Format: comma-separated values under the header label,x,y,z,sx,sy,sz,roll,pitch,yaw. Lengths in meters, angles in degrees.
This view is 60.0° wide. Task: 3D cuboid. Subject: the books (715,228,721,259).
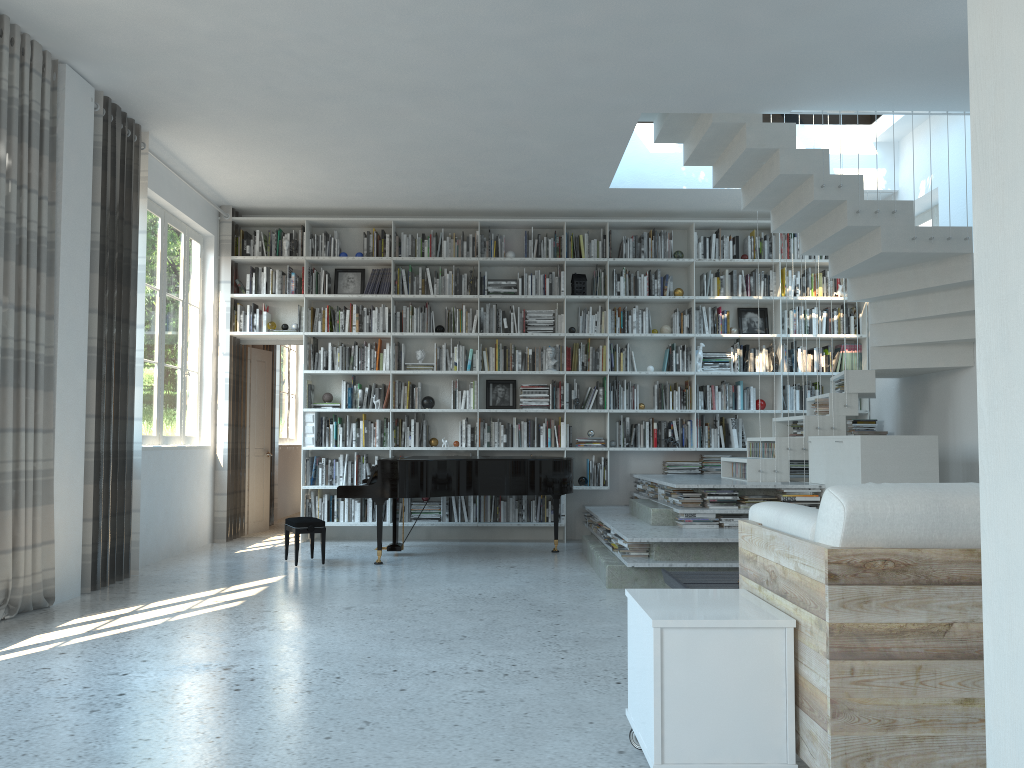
label,x,y,z,sx,sy,sz,roll,pitch,yaw
books,2.051,-1.369,8.827,0.014,0.332,0.180,0,-3,-1

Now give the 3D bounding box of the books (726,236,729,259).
label,x,y,z,sx,sy,sz,roll,pitch,yaw
books,2.135,-1.329,8.839,0.021,0.254,0.151,0,-3,-1

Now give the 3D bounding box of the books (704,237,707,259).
label,x,y,z,sx,sy,sz,roll,pitch,yaw
books,1.901,-1.325,8.823,0.026,0.241,0.184,0,-3,-1

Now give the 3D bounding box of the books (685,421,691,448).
label,x,y,z,sx,sy,sz,roll,pitch,yaw
books,1.730,0.499,8.730,0.026,0.258,0.157,0,-3,-1

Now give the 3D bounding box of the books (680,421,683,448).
label,x,y,z,sx,sy,sz,roll,pitch,yaw
books,1.656,0.496,8.740,0.021,0.264,0.150,0,-3,-1

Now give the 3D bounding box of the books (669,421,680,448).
label,x,y,z,sx,sy,sz,roll,pitch,yaw
books,1.598,0.494,8.729,0.070,0.266,0.186,0,-3,-1

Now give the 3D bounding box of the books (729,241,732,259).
label,x,y,z,sx,sy,sz,roll,pitch,yaw
books,2.157,-1.304,8.825,0.024,0.202,0.190,0,-3,-1

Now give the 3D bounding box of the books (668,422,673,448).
label,x,y,z,sx,sy,sz,roll,pitch,yaw
books,1.559,0.503,8.734,0.012,0.249,0.164,0,-3,-1

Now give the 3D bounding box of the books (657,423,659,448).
label,x,y,z,sx,sy,sz,roll,pitch,yaw
books,1.422,0.509,8.737,0.025,0.237,0.156,0,-3,-1

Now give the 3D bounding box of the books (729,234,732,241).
label,x,y,z,sx,sy,sz,roll,pitch,yaw
books,2.174,-1.341,8.853,0.012,0.279,0.153,0,-3,-1

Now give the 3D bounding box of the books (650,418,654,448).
label,x,y,z,sx,sy,sz,roll,pitch,yaw
books,1.373,0.480,8.720,0.012,0.293,0.175,0,-3,-1

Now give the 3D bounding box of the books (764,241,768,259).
label,x,y,z,sx,sy,sz,roll,pitch,yaw
books,2.509,-1.307,8.836,0.029,0.210,0.169,0,-3,-1

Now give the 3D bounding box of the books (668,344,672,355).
label,x,y,z,sx,sy,sz,roll,pitch,yaw
books,1.566,-0.248,8.789,0.016,0.290,0.135,0,-3,-1

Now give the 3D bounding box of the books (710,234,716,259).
label,x,y,z,sx,sy,sz,roll,pitch,yaw
books,1.990,-1.342,8.834,0.048,0.278,0.150,0,-3,-1

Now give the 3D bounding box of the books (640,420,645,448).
label,x,y,z,sx,sy,sz,roll,pitch,yaw
books,1.286,0.493,8.733,0.014,0.267,0.171,0,-3,-1

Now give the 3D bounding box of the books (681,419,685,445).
label,x,y,z,sx,sy,sz,roll,pitch,yaw
books,1.686,0.488,8.754,0.012,0.282,0.143,0,-3,-1

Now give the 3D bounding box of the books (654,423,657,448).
label,x,y,z,sx,sy,sz,roll,pitch,yaw
books,1.395,0.504,8.722,0.031,0.244,0.184,0,-3,-1

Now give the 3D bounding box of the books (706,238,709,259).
label,x,y,z,sx,sy,sz,roll,pitch,yaw
books,1.927,-1.319,8.831,0.024,0.231,0.168,0,-3,-1

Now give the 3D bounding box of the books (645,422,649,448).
label,x,y,z,sx,sy,sz,roll,pitch,yaw
books,1.318,0.500,8.722,0.025,0.252,0.181,0,-3,-1

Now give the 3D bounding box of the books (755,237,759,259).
label,x,y,z,sx,sy,sz,roll,pitch,yaw
books,2.425,-1.326,8.836,0.031,0.248,0.164,0,-3,-1

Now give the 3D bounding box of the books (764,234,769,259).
label,x,y,z,sx,sy,sz,roll,pitch,yaw
books,2.535,-1.340,8.856,0.025,0.279,0.136,0,-3,-1

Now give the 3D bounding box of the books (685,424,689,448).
label,x,y,z,sx,sy,sz,roll,pitch,yaw
books,1.705,0.513,8.722,0.025,0.228,0.176,0,-3,-1

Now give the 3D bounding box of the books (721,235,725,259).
label,x,y,z,sx,sy,sz,roll,pitch,yaw
books,2.095,-1.334,8.830,0.014,0.262,0.168,0,-3,-1

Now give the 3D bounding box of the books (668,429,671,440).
label,x,y,z,sx,sy,sz,roll,pitch,yaw
books,1.541,0.537,8.729,0.025,0.181,0.169,0,-3,-1

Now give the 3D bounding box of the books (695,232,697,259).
label,x,y,z,sx,sy,sz,roll,pitch,yaw
books,1.812,-1.351,8.836,0.028,0.294,0.150,0,-3,-1

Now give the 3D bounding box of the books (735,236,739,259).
label,x,y,z,sx,sy,sz,roll,pitch,yaw
books,2.226,-1.331,8.838,0.030,0.257,0.165,0,-3,-1

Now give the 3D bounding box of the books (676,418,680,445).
label,x,y,z,sx,sy,sz,roll,pitch,yaw
books,1.639,0.481,8.740,0.013,0.293,0.134,0,-3,-1

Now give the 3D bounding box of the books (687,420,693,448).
label,x,y,z,sx,sy,sz,roll,pitch,yaw
books,1.755,0.492,8.731,0.025,0.272,0.171,0,-3,-1

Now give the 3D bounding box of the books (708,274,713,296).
label,x,y,z,sx,sy,sz,roll,pitch,yaw
books,1.977,-0.961,8.827,0.026,0.250,0.130,0,-3,-1

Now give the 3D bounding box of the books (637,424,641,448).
label,x,y,z,sx,sy,sz,roll,pitch,yaw
books,1.241,0.510,8.738,0.029,0.234,0.142,0,-3,-1

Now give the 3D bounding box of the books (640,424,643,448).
label,x,y,z,sx,sy,sz,roll,pitch,yaw
books,1.267,0.513,8.734,0.024,0.228,0.160,0,-3,-1

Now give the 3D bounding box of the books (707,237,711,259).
label,x,y,z,sx,sy,sz,roll,pitch,yaw
books,1.952,-1.327,8.850,0.027,0.249,0.140,0,-3,-1

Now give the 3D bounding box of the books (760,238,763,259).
label,x,y,z,sx,sy,sz,roll,pitch,yaw
books,2.466,-1.320,8.830,0.018,0.235,0.186,0,-3,-1

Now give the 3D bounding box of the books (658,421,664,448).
label,x,y,z,sx,sy,sz,roll,pitch,yaw
books,1.468,0.496,8.728,0.026,0.262,0.173,0,-3,-1

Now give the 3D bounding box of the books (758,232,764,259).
label,x,y,z,sx,sy,sz,roll,pitch,yaw
books,2.485,-1.350,8.852,0.020,0.299,0.131,0,-3,-1

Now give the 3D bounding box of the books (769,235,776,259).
label,x,y,z,sx,sy,sz,roll,pitch,yaw
books,2.592,-1.333,8.840,0.026,0.263,0.163,0,-3,-1

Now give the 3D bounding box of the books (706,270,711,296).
label,x,y,z,sx,sy,sz,roll,pitch,yaw
books,1.938,-0.978,8.818,0.051,0.282,0.167,0,-3,-1

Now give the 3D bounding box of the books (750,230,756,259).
label,x,y,z,sx,sy,sz,roll,pitch,yaw
books,2.400,-1.362,8.839,0.007,0.320,0.165,0,-3,-1

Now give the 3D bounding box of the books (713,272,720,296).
label,x,y,z,sx,sy,sz,roll,pitch,yaw
books,2.028,-0.967,8.809,0.026,0.261,0.167,0,-3,-1

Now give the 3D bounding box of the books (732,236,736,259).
label,x,y,z,sx,sy,sz,roll,pitch,yaw
books,2.205,-1.329,8.850,0.012,0.254,0.161,0,-3,-1

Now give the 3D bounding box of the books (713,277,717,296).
label,x,y,z,sx,sy,sz,roll,pitch,yaw
books,2.002,-0.941,8.803,0.025,0.207,0.175,0,-3,-1

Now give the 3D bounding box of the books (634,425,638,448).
label,x,y,z,sx,sy,sz,roll,pitch,yaw
books,1.221,0.518,8.727,0.011,0.217,0.175,0,-3,-1

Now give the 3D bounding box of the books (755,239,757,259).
label,x,y,z,sx,sy,sz,roll,pitch,yaw
books,2.407,-1.315,8.828,0.007,0.225,0.170,0,-3,-1

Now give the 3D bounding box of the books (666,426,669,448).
label,x,y,z,sx,sy,sz,roll,pitch,yaw
books,1.518,0.522,8.736,0.022,0.211,0.135,0,-3,-1

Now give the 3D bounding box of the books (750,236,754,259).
label,x,y,z,sx,sy,sz,roll,pitch,yaw
books,2.372,-1.328,8.837,0.016,0.251,0.189,0,-3,-1

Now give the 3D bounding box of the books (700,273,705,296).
label,x,y,z,sx,sy,sz,roll,pitch,yaw
books,1.893,-0.964,8.819,0.012,0.254,0.161,0,-3,-1

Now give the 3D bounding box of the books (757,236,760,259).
label,x,y,z,sx,sy,sz,roll,pitch,yaw
books,2.449,-1.329,8.852,0.017,0.256,0.146,0,-3,-1

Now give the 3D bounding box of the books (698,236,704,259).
label,x,y,z,sx,sy,sz,roll,pitch,yaw
books,1.875,-1.329,8.828,0.025,0.250,0.178,0,-3,-1

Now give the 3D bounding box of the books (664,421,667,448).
label,x,y,z,sx,sy,sz,roll,pitch,yaw
books,1.494,0.496,8.736,0.026,0.263,0.169,0,-3,-1

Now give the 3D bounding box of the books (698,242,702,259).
label,x,y,z,sx,sy,sz,roll,pitch,yaw
books,1.852,-1.296,8.814,0.022,0.182,0.190,0,-3,-1

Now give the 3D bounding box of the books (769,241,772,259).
label,x,y,z,sx,sy,sz,roll,pitch,yaw
books,2.563,-1.306,8.860,0.031,0.211,0.131,0,-3,-1

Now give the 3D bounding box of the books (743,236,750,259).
label,x,y,z,sx,sy,sz,roll,pitch,yaw
books,2.338,-1.331,8.828,0.019,0.256,0.169,0,-3,-1

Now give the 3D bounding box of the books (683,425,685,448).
label,x,y,z,sx,sy,sz,roll,pitch,yaw
books,1.674,0.518,8.727,0.013,0.220,0.168,0,-3,-1

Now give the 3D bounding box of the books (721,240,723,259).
label,x,y,z,sx,sy,sz,roll,pitch,yaw
books,2.073,-1.312,8.848,0.030,0.220,0.133,0,-3,-1

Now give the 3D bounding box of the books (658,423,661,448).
label,x,y,z,sx,sy,sz,roll,pitch,yaw
books,1.445,0.507,8.744,0.021,0.242,0.131,0,-3,-1

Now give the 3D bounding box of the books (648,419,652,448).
label,x,y,z,sx,sy,sz,roll,pitch,yaw
books,1.361,0.485,8.742,0.012,0.285,0.159,0,-3,-1

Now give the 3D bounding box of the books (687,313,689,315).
label,x,y,z,sx,sy,sz,roll,pitch,yaw
books,1.738,-0.581,8.800,0.013,0.220,0.155,0,-3,-1

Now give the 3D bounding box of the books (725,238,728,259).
label,x,y,z,sx,sy,sz,roll,pitch,yaw
books,2.113,-1.321,8.830,0.022,0.236,0.172,0,-3,-1

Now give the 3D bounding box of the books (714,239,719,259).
label,x,y,z,sx,sy,sz,roll,pitch,yaw
books,2.029,-1.318,8.835,0.030,0.231,0.148,0,-3,-1
